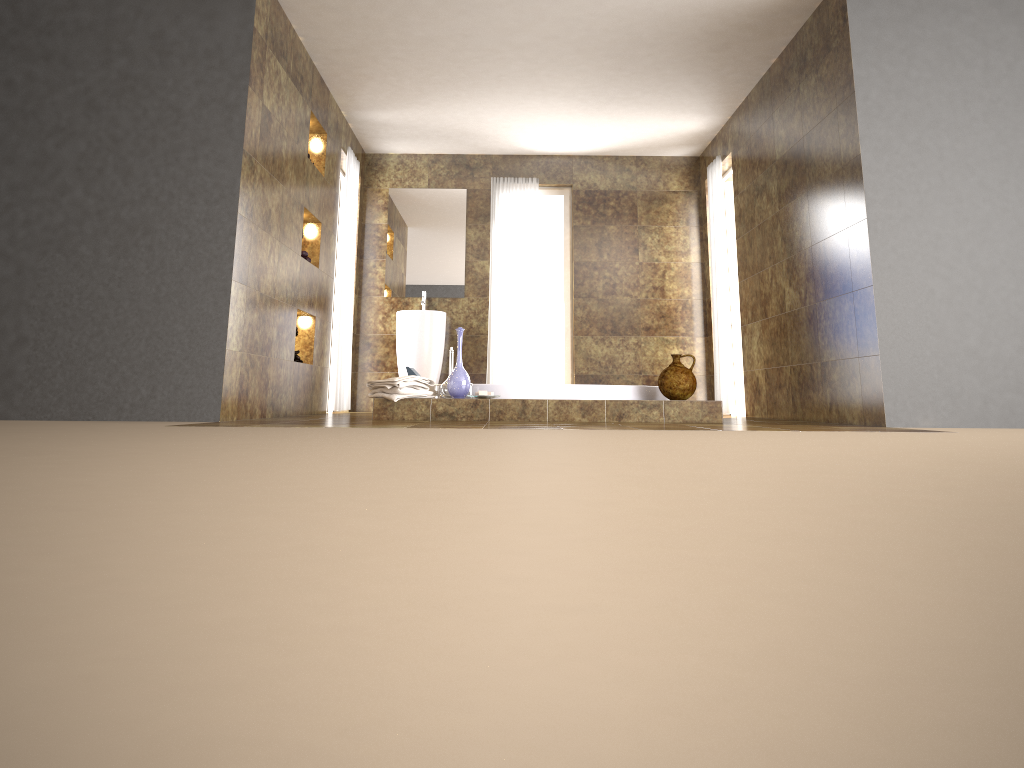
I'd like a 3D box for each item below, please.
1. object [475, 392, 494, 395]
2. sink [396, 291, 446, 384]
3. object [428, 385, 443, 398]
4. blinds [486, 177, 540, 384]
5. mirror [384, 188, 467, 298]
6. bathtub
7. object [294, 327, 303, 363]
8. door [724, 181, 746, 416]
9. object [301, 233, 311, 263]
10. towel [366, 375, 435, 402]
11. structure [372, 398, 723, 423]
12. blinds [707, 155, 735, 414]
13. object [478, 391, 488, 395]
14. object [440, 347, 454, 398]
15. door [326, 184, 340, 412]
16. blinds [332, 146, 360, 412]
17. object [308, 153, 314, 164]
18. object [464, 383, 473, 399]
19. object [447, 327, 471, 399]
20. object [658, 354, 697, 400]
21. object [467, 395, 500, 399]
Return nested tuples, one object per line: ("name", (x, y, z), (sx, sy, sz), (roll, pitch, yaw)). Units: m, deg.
("object", (-0.160, 0.061, 5.057), (0.100, 0.033, 0.059), (0, -4, 15))
("sink", (-0.845, -0.315, 7.949), (0.459, 1.178, 0.418), (0, -12, 2))
("object", (-0.504, 0.049, 5.294), (0.169, 0.078, 0.165), (2, -4, -19))
("blinds", (0.020, -0.901, 8.279), (0.519, 2.347, 0.064), (1, -13, 0))
("mirror", (-0.837, -1.380, 8.418), (0.768, 1.132, 0.008), (0, -13, 0))
("bathtub", (0.198, 0.161, 5.917), (1.737, 0.542, 1.710), (-1, -3, 31))
("object", (-1.551, -0.286, 6.118), (0.152, 0.284, 0.145), (0, -11, 0))
("door", (2.440, -0.831, 7.828), (0.949, 2.308, 0.039), (-7, -15, 32))
("object", (-1.553, -1.022, 6.315), (0.174, 0.295, 0.107), (0, -12, 0))
("towel", (-0.658, 0.028, 5.095), (0.334, 0.155, 0.316), (-3, -5, 44))
("structure", (0.200, 0.169, 5.916), (2.004, 0.128, 1.945), (0, -1, 0))
("blinds", (1.825, -0.891, 7.656), (0.069, 2.360, 0.463), (1, -13, -1))
("object", (-0.167, 0.056, 4.989), (0.053, 0.035, 0.071), (0, -4, 0))
("object", (-0.368, -0.069, 5.205), (0.130, 0.319, 0.124), (-1, -12, 7))
("door", (-2.135, -0.866, 7.989), (0.960, 2.308, 0.038), (2, -13, -10))
("blinds", (-1.425, -0.920, 7.542), (0.068, 2.359, 0.574), (1, -13, -1))
("object", (-1.552, -1.746, 6.420), (0.152, 0.276, 0.117), (0, -11, 0))
("object", (-0.262, 0.029, 5.172), (0.056, 0.120, 0.056), (9, -14, -37))
("object", (-0.310, -0.127, 5.085), (0.136, 0.435, 0.130), (-1, -12, 7))
("object", (0.993, -0.041, 5.199), (0.228, 0.285, 0.223), (5, -10, -28))
("object", (-0.163, 0.076, 5.043), (0.189, 0.019, 0.184), (1, -1, -12))
